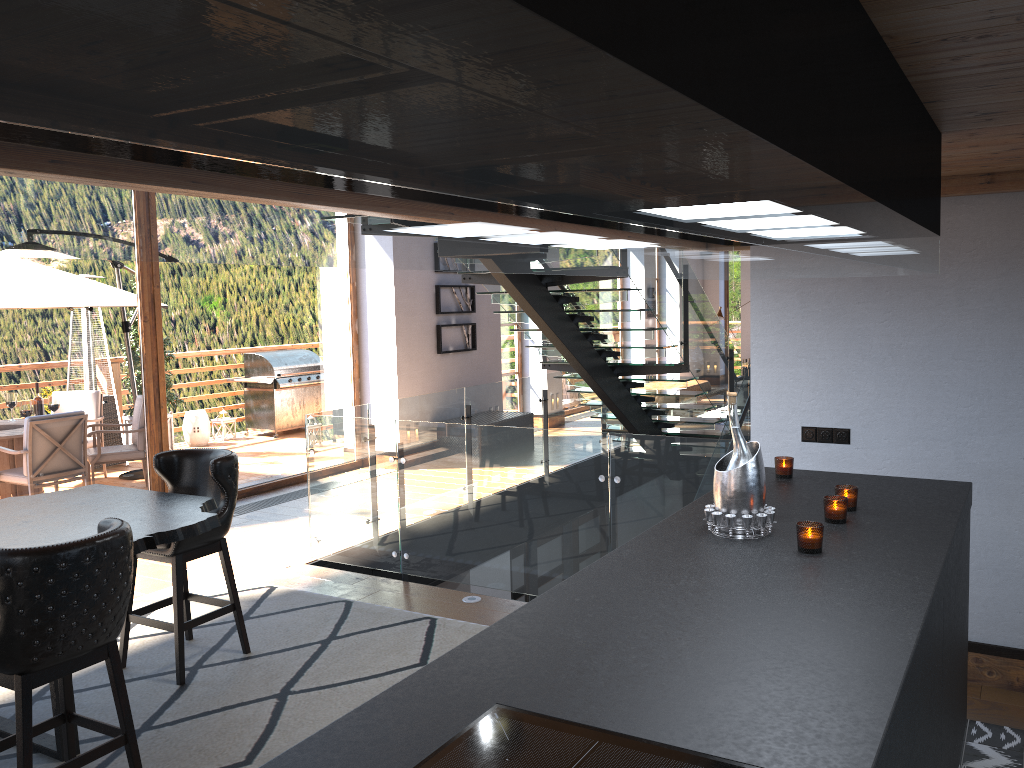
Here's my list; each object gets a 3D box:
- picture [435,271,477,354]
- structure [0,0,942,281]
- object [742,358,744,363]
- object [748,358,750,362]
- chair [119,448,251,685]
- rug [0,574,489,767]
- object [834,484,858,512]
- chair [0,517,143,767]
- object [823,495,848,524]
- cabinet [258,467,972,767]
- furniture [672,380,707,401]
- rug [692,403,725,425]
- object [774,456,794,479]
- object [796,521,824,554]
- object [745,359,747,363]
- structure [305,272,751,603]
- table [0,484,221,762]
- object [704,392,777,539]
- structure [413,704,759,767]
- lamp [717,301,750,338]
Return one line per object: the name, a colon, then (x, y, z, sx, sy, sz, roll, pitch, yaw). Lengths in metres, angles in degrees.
picture: (-0.682, -1.045, 10.808, 0.058, 1.311, 0.783, 1, 5, 31)
structure: (0.298, -0.468, 1.740, 0.704, 0.476, 3.287, 2, 6, 31)
object: (3.646, -0.259, 13.966, 0.086, 0.286, 0.088, 3, 6, 43)
object: (3.752, -0.266, 14.019, 0.087, 0.286, 0.088, 3, 6, 40)
chair: (-1.706, 0.917, 4.646, 0.499, 1.091, 0.574, 1, 5, 29)
rug: (-2.478, 1.616, 3.199, 2.525, 0.047, 5.696, 2, 6, 30)
object: (1.174, 0.401, 3.113, 0.079, 0.081, 0.079, -2, 5, -5)
chair: (-1.628, 1.054, 3.154, 0.562, 1.091, 0.510, 1, 5, 29)
object: (1.077, 0.418, 2.949, 0.079, 0.081, 0.079, -2, 5, -5)
cabinet: (0.230, 1.146, 1.711, 0.880, 1.102, 4.855, 2, 6, 31)
furniture: (2.604, 0.212, 14.840, 1.163, 0.436, 2.791, 2, 6, 30)
rug: (3.617, 0.457, 14.043, 3.769, 0.053, 2.460, 2, 6, 31)
object: (1.134, 0.348, 3.692, 0.080, 0.081, 0.078, -4, 5, -25)
object: (0.879, 0.453, 2.617, 0.079, 0.081, 0.079, -2, 5, -5)
object: (3.668, -0.251, 13.877, 0.088, 0.286, 0.087, -3, 5, -20)
structure: (-1.558, 0.723, 8.457, 9.116, 6.391, 11.152, 2, 6, 30)
table: (-2.707, 1.191, 2.913, 1.415, 0.948, 3.840, 2, 6, 30)
object: (0.726, 0.251, 2.830, 0.224, 0.452, 0.227, 1, 5, 30)
structure: (0.030, 0.645, 1.280, 0.499, 0.017, 0.617, 2, 6, 30)
lamp: (4.311, -0.799, 17.476, 1.338, 1.897, 0.521, -5, 6, -39)
